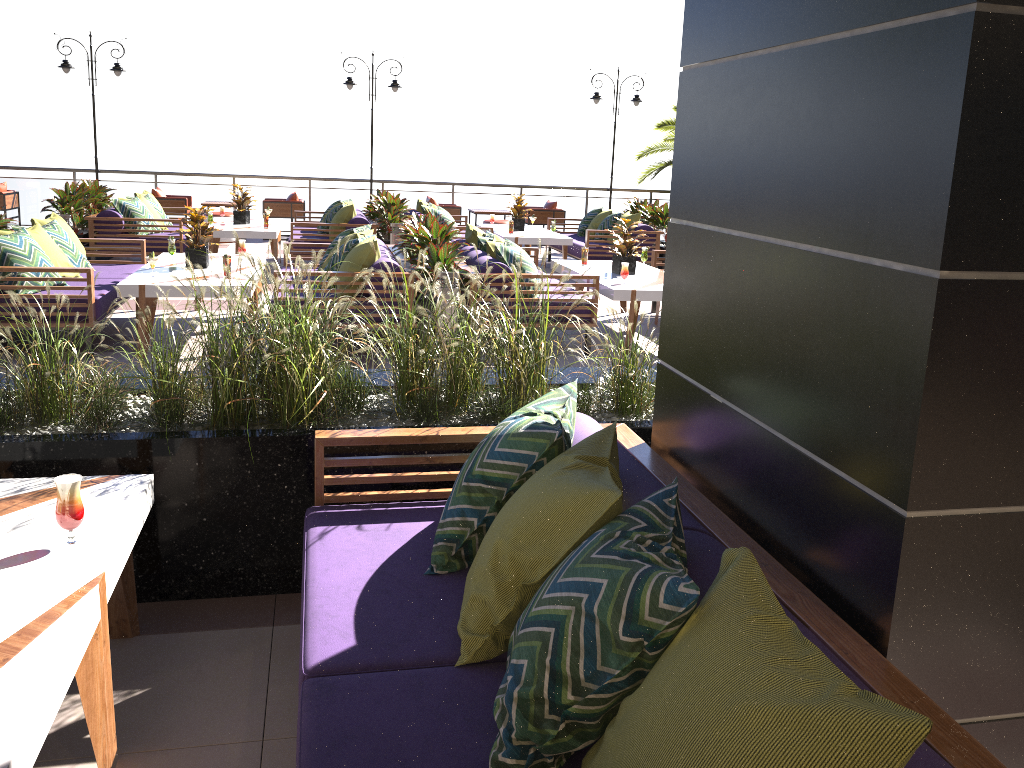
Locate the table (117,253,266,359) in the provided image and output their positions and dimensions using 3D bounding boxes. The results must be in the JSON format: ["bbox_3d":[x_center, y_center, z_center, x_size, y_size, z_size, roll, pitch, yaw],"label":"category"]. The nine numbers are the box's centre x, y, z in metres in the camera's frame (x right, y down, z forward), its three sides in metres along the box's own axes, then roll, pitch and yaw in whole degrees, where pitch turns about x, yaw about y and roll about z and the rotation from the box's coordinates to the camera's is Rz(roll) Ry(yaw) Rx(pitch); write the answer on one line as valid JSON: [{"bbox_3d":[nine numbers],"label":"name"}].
[{"bbox_3d":[-2.645,-0.721,7.568,0.941,0.547,2.063,-1,15,-12],"label":"table"}]

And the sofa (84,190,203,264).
[{"bbox_3d":[-4.706,-2.026,11.557,1.119,0.908,2.154,0,14,-12],"label":"sofa"}]

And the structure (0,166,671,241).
[{"bbox_3d":[-1.537,-1.596,10.139,17.493,1.046,13.087,-1,15,-12],"label":"structure"}]

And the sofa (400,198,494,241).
[{"bbox_3d":[-0.981,-2.083,12.405,1.119,0.908,2.154,0,14,-12],"label":"sofa"}]

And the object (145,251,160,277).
[{"bbox_3d":[-2.785,-0.928,6.863,0.106,0.195,0.107,7,13,20],"label":"object"}]

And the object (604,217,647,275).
[{"bbox_3d":[1.057,-1.292,8.273,0.430,0.520,0.430,2,13,-1],"label":"object"}]

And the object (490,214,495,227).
[{"bbox_3d":[-0.294,-2.419,13.093,0.069,0.179,0.069,-3,13,-24],"label":"object"}]

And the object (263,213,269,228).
[{"bbox_3d":[-3.141,-2.083,11.291,0.067,0.187,0.085,6,12,17],"label":"object"}]

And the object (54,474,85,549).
[{"bbox_3d":[-1.146,0.330,2.295,0.069,0.179,0.069,-4,13,-29],"label":"object"}]

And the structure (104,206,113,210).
[{"bbox_3d":[-5.717,-2.228,12.594,0.180,0.692,0.101,0,12,-13],"label":"structure"}]

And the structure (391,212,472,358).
[{"bbox_3d":[-0.757,-0.950,7.945,0.700,1.159,2.451,0,14,-11],"label":"structure"}]

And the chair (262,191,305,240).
[{"bbox_3d":[-3.988,-2.961,15.496,0.714,0.806,0.724,0,13,-12],"label":"chair"}]

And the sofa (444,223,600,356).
[{"bbox_3d":[-0.033,-0.935,8.118,1.119,0.908,2.154,0,14,-12],"label":"sofa"}]

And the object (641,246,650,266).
[{"bbox_3d":[1.354,-1.303,9.017,0.082,0.195,0.069,9,13,28],"label":"object"}]

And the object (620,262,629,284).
[{"bbox_3d":[0.970,-0.953,7.628,0.069,0.179,0.069,-3,13,-24],"label":"object"}]

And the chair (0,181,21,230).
[{"bbox_3d":[-8.559,-2.900,14.484,0.714,0.806,0.724,0,13,-12],"label":"chair"}]

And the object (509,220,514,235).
[{"bbox_3d":[-0.008,-2.115,11.949,0.067,0.187,0.085,6,12,17],"label":"object"}]

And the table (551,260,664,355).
[{"bbox_3d":[1.069,-0.771,8.390,0.941,0.547,2.063,-1,15,-12],"label":"table"}]

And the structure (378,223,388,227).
[{"bbox_3d":[-1.959,-2.279,13.425,0.180,0.692,0.101,0,12,-13],"label":"structure"}]

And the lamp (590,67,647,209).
[{"bbox_3d":[1.943,-4.372,17.006,1.122,3.288,0.267,0,12,-13],"label":"lamp"}]

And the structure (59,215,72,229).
[{"bbox_3d":[-5.213,-1.619,10.317,0.180,0.692,0.101,0,12,-13],"label":"structure"}]

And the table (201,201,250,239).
[{"bbox_3d":[-4.937,-2.838,15.308,0.739,0.582,0.765,0,14,-12],"label":"table"}]

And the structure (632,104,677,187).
[{"bbox_3d":[4.126,-4.044,16.173,3.770,3.264,3.829,-10,18,-44],"label":"structure"}]

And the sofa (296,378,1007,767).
[{"bbox_3d":[0.071,0.628,2.081,1.119,0.908,2.154,0,14,-12],"label":"sofa"}]

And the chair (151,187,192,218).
[{"bbox_3d":[-5.855,-2.936,15.083,0.714,0.806,0.724,0,13,-12],"label":"chair"}]

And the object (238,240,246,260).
[{"bbox_3d":[-2.475,-1.230,8.117,0.069,0.179,0.069,7,12,20],"label":"object"}]

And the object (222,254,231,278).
[{"bbox_3d":[-2.256,-0.934,6.988,0.067,0.187,0.085,6,12,17],"label":"object"}]

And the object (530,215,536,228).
[{"bbox_3d":[0.312,-2.442,13.253,0.106,0.195,0.107,7,13,20],"label":"object"}]

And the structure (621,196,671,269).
[{"bbox_3d":[2.040,-2.159,13.102,0.737,1.157,2.280,0,14,-11],"label":"structure"}]

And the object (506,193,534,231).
[{"bbox_3d":[0.090,-2.449,12.595,0.425,0.520,0.435,6,13,14],"label":"object"}]

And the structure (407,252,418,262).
[{"bbox_3d":[-1.007,-1.126,9.121,0.180,0.692,0.101,0,12,-13],"label":"structure"}]

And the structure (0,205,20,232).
[{"bbox_3d":[-4.514,-0.901,7.117,0.737,1.157,2.280,0,14,-11],"label":"structure"}]

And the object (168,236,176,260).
[{"bbox_3d":[-3.045,-1.221,7.925,0.069,0.209,0.069,-3,13,-24],"label":"object"}]

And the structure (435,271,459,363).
[{"bbox_3d":[-0.505,-0.518,6.850,0.180,0.692,0.101,0,12,-13],"label":"structure"}]

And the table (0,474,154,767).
[{"bbox_3d":[-1.399,0.822,1.799,0.941,0.547,2.063,-1,15,-12],"label":"table"}]

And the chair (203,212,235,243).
[{"bbox_3d":[-4.785,-2.587,14.574,0.578,0.474,0.586,1,13,-5],"label":"chair"}]

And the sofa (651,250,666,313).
[{"bbox_3d":[2.226,-0.964,8.613,1.119,0.908,2.154,0,14,-12],"label":"sofa"}]

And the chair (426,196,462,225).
[{"bbox_3d":[-1.315,-2.996,16.087,0.714,0.806,0.724,0,13,-12],"label":"chair"}]

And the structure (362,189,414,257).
[{"bbox_3d":[-1.737,-2.114,12.289,0.714,1.158,2.277,-1,14,-16],"label":"structure"}]

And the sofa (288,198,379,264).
[{"bbox_3d":[-2.447,-2.055,12.052,1.119,0.908,2.154,0,14,-12],"label":"sofa"}]

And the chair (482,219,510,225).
[{"bbox_3d":[-0.245,-2.647,15.578,0.579,0.474,0.585,-3,14,-24],"label":"chair"}]

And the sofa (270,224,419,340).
[{"bbox_3d":[-1.498,-0.908,7.764,1.119,0.908,2.154,0,14,-12],"label":"sofa"}]

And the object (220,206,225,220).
[{"bbox_3d":[-4.026,-2.377,12.300,0.069,0.179,0.069,7,12,20],"label":"object"}]

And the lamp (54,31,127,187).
[{"bbox_3d":[-7.071,-4.251,15.012,1.122,3.288,0.267,0,12,-13],"label":"lamp"}]

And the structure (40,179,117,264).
[{"bbox_3d":[-5.503,-2.058,11.433,0.737,1.157,2.280,0,14,-11],"label":"structure"}]

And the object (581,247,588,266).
[{"bbox_3d":[0.723,-1.267,8.786,0.067,0.187,0.085,6,12,17],"label":"object"}]

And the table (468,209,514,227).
[{"bbox_3d":[-0.397,-2.899,16.312,0.739,0.582,0.765,0,14,-12],"label":"table"}]

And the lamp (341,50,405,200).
[{"bbox_3d":[-2.535,-4.312,16.015,1.122,3.288,0.267,0,12,-13],"label":"lamp"}]

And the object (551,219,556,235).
[{"bbox_3d":[0.573,-2.163,12.188,0.069,0.209,0.069,-3,13,-24],"label":"object"}]

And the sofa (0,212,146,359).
[{"bbox_3d":[-3.759,-0.881,7.277,1.119,0.908,2.154,0,14,-12],"label":"sofa"}]

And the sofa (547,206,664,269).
[{"bbox_3d":[1.279,-2.109,12.893,1.119,0.908,2.154,0,14,-12],"label":"sofa"}]

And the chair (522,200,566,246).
[{"bbox_3d":[0.552,-3.021,16.500,0.714,0.806,0.724,0,13,-12],"label":"chair"}]

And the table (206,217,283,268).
[{"bbox_3d":[-3.591,-1.866,11.845,0.941,0.547,2.063,-1,15,-12],"label":"table"}]

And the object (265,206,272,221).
[{"bbox_3d":[-3.427,-2.400,12.457,0.106,0.195,0.107,7,13,20],"label":"object"}]

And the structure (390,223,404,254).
[{"bbox_3d":[-1.456,-1.669,11.148,0.180,0.692,0.101,0,12,-13],"label":"structure"}]

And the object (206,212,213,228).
[{"bbox_3d":[-3.772,-2.054,11.059,0.082,0.195,0.069,9,13,28],"label":"object"}]

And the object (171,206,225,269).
[{"bbox_3d":[-2.647,-1.243,7.459,0.425,0.520,0.435,3,13,4],"label":"object"}]

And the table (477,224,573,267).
[{"bbox_3d":[0.123,-1.916,12.667,0.941,0.547,2.063,-1,15,-12],"label":"table"}]

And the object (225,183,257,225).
[{"bbox_3d":[-3.594,-2.385,11.722,0.431,0.520,0.429,7,13,19],"label":"object"}]
